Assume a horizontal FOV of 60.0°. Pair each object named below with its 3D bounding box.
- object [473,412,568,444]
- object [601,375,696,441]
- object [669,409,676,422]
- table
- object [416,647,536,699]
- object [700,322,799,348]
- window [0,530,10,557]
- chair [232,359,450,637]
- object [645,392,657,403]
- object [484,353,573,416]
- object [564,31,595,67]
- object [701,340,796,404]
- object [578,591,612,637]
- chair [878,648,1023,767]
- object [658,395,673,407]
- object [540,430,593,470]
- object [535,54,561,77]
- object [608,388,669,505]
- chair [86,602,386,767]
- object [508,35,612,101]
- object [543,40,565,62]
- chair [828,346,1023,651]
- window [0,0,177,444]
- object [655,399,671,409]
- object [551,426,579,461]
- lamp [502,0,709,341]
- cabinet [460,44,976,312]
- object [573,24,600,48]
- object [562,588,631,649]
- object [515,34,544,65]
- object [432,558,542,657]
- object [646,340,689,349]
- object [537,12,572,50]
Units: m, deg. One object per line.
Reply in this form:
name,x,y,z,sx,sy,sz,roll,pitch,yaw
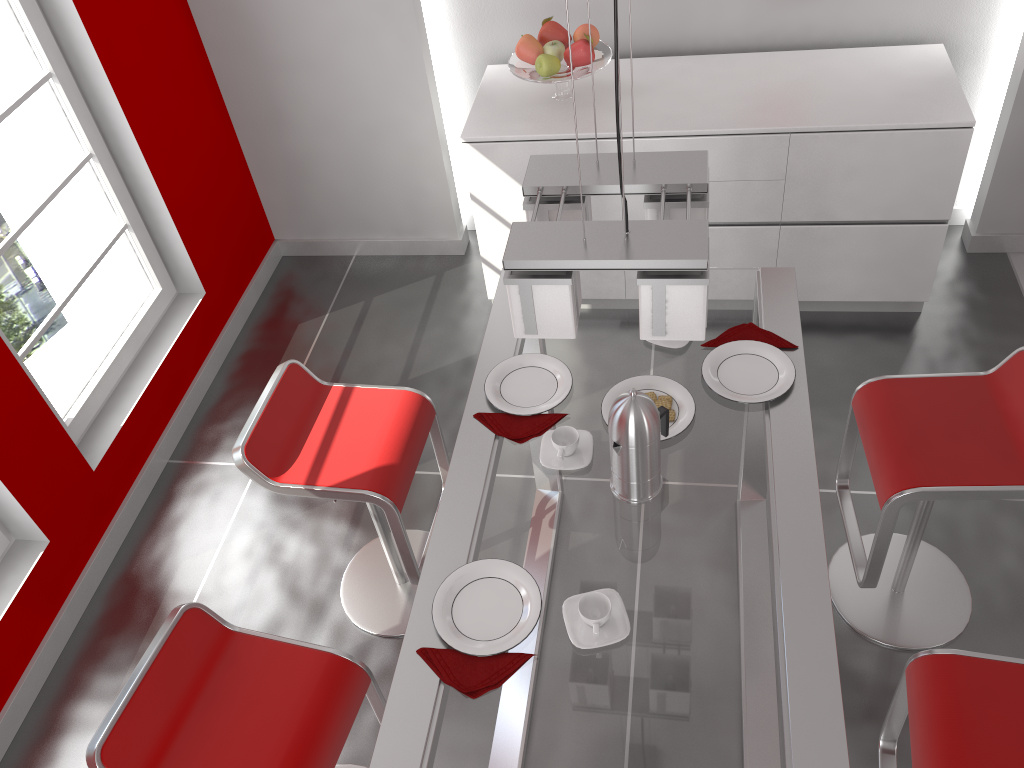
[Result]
object,0.016,0.101,2.065,0.234,0.012,0.095,0,45,10
object,0.315,0.059,2.054,0.217,0.015,0.217,-37,50,-26
object,0.358,0.071,2.036,0.034,0.006,0.036,1,45,11
table,0.292,0.630,2.204,0.800,1.000,1.700,1,45,11
object,-0.073,0.533,1.635,0.234,0.012,0.095,0,45,10
object,0.586,-0.122,2.197,0.234,0.012,0.095,1,45,11
window,-1.838,0.118,1.869,0.117,2.038,0.938,1,45,11
chair,-0.444,0.363,2.710,0.460,0.857,0.418,3,45,13
object,0.323,0.033,2.082,0.034,0.006,0.036,-10,44,-1
object,0.040,0.003,2.160,0.217,0.015,0.217,-16,44,-6
object,0.250,-1.245,3.302,0.117,0.133,0.097,-6,44,4
object,0.559,-0.027,2.101,0.217,0.015,0.217,-38,51,-26
object,0.153,0.435,1.661,0.062,0.049,0.078,19,51,27
chair,1.035,0.920,1.880,0.460,0.857,0.418,5,46,15
object,0.357,0.040,2.069,0.034,0.006,0.036,1,45,11
object,0.123,0.150,1.995,0.119,0.016,0.119,0,44,9
object,0.138,-1.184,3.285,0.100,0.086,0.083,-27,47,-18
object,0.256,0.101,1.824,0.113,0.287,0.149,7,46,17
chair,-0.553,0.943,2.130,0.460,0.857,0.418,7,46,17
object,0.190,-1.188,3.432,0.398,0.159,0.398,-27,47,-18
object,0.159,-1.264,3.385,0.084,0.079,0.086,24,53,30
chair,1.169,0.334,2.461,0.460,0.857,0.418,-2,44,8
window,-1.637,-0.794,2.774,0.117,2.038,0.938,1,45,11
object,0.350,0.048,2.053,0.036,0.006,0.034,-7,44,3
object,0.115,0.137,1.975,0.078,0.049,0.062,-35,49,-24
lamp,0.112,-0.540,1.144,0.304,1.025,0.304,1,45,11
cabinet,0.786,-0.809,3.690,1.802,0.880,0.610,1,45,11
object,0.281,-1.333,3.396,0.097,0.101,0.121,-13,44,-4
object,0.160,0.447,1.682,0.119,0.016,0.119,-13,44,-3
object,0.071,-1.275,3.379,0.117,0.105,0.096,25,53,31
object,-0.049,0.435,1.729,0.217,0.015,0.217,20,51,27
object,0.398,-0.130,2.236,0.119,0.016,0.119,17,50,25
object,0.156,-1.350,3.424,0.117,0.129,0.150,-29,47,-19
